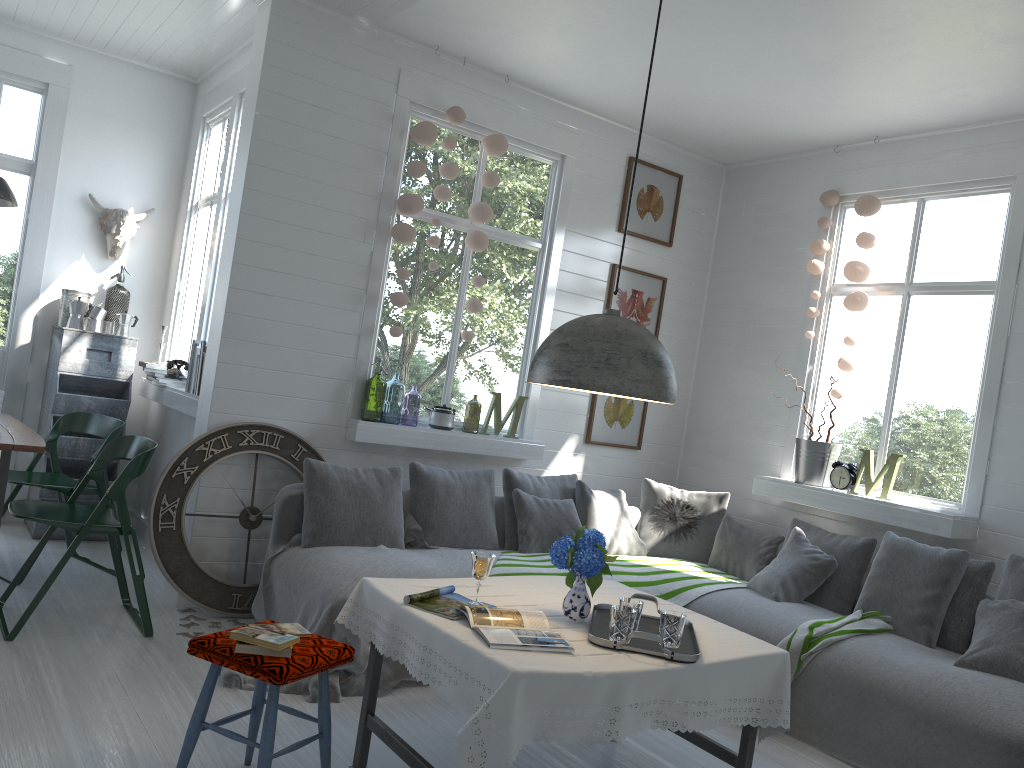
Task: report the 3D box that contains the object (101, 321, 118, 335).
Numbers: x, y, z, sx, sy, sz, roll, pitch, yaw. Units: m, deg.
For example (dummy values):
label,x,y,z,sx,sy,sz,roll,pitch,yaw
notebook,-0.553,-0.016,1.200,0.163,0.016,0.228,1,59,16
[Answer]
label,x,y,z,sx,sy,sz,roll,pitch,yaw
object,-3.064,-0.428,6.755,0.129,0.096,0.108,9,0,15

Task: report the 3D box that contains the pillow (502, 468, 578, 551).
label,x,y,z,sx,sy,sz,roll,pitch,yaw
pillow,0.211,0.881,6.029,0.640,0.561,0.278,9,0,-34

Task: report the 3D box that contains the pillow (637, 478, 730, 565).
label,x,y,z,sx,sy,sz,roll,pitch,yaw
pillow,1.247,1.026,6.510,0.638,0.561,0.395,9,0,5

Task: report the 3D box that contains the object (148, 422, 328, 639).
label,x,y,z,sx,sy,sz,roll,pitch,yaw
object,-1.504,0.805,5.228,0.584,1.138,1.113,9,0,41

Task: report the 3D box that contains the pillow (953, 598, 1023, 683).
label,x,y,z,sx,sy,sz,roll,pitch,yaw
pillow,2.486,1.243,4.441,0.379,0.463,0.417,9,0,41

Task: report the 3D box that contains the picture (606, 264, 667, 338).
label,x,y,z,sx,sy,sz,roll,pitch,yaw
picture,0.964,-0.598,6.948,0.556,0.580,0.036,9,0,-34

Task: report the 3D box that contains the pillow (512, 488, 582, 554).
label,x,y,z,sx,sy,sz,roll,pitch,yaw
pillow,0.221,0.937,5.874,0.528,0.445,0.277,9,0,-20

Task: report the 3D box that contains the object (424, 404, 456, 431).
label,x,y,z,sx,sy,sz,roll,pitch,yaw
object,-0.480,0.220,6.025,0.208,0.174,0.186,9,0,36

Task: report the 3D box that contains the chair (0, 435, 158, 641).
label,x,y,z,sx,sy,sz,roll,pitch,yaw
chair,-2.239,0.768,4.658,0.731,1.006,0.650,9,0,-34

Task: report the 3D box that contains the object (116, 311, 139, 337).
label,x,y,z,sx,sy,sz,roll,pitch,yaw
object,-2.933,-0.457,6.730,0.102,0.196,0.162,9,0,15

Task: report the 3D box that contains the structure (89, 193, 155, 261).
label,x,y,z,sx,sy,sz,roll,pitch,yaw
structure,-3.071,-1.201,6.926,0.491,0.471,0.189,9,0,-32

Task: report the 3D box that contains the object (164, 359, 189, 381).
label,x,y,z,sx,sy,sz,roll,pitch,yaw
object,-2.428,-0.107,6.437,0.171,0.146,0.203,9,0,-31

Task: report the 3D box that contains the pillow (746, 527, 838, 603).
label,x,y,z,sx,sy,sz,roll,pitch,yaw
pillow,1.741,1.141,5.547,0.417,0.463,0.380,9,0,-19

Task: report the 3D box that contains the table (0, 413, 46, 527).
label,x,y,z,sx,sy,sz,roll,pitch,yaw
table,-3.283,0.632,4.738,1.172,0.930,1.693,9,0,-37

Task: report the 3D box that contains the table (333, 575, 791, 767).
label,x,y,z,sx,sy,sz,roll,pitch,yaw
table,0.195,1.259,3.501,1.672,0.725,1.325,9,-1,-33

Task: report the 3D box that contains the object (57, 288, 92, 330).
label,x,y,z,sx,sy,sz,roll,pitch,yaw
object,-3.335,-0.566,6.753,0.205,0.290,0.205,9,0,-32

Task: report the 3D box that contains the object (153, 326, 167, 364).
label,x,y,z,sx,sy,sz,roll,pitch,yaw
object,-2.664,-0.299,6.746,0.095,0.289,0.095,9,0,-16

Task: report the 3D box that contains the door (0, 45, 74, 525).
label,x,y,z,sx,sy,sz,roll,pitch,yaw
door,-4.221,-0.785,6.249,1.612,3.481,0.253,9,0,-34

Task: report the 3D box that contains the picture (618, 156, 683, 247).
label,x,y,z,sx,sy,sz,roll,pitch,yaw
picture,1.090,-1.418,6.942,0.556,0.580,0.036,9,0,-34

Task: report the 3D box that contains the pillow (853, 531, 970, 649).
label,x,y,z,sx,sy,sz,roll,pitch,yaw
pillow,2.250,1.162,5.024,0.296,0.573,0.509,9,0,-34

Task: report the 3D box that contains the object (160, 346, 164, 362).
label,x,y,z,sx,sy,sz,roll,pitch,yaw
object,-2.739,-0.173,6.894,0.095,0.289,0.095,9,0,-16

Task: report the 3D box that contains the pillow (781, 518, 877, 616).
label,x,y,z,sx,sy,sz,roll,pitch,yaw
pillow,1.962,1.172,5.680,0.279,0.521,0.638,9,0,-35

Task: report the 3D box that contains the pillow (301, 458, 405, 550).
label,x,y,z,sx,sy,sz,roll,pitch,yaw
pillow,-0.910,0.725,5.159,0.640,0.522,0.278,9,0,-35

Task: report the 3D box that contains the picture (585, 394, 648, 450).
label,x,y,z,sx,sy,sz,roll,pitch,yaw
picture,0.841,0.206,6.954,0.556,0.580,0.036,9,0,-34

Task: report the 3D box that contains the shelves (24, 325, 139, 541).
label,x,y,z,sx,sy,sz,roll,pitch,yaw
shelves,-3.224,0.361,6.632,0.514,1.515,0.678,9,0,-34

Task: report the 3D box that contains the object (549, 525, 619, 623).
label,x,y,z,sx,sy,sz,roll,pitch,yaw
object,0.264,0.725,3.422,0.236,0.377,0.265,9,0,-32

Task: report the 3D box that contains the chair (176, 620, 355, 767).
label,x,y,z,sx,sy,sz,roll,pitch,yaw
chair,-0.870,1.175,3.098,0.419,0.563,0.419,9,0,26

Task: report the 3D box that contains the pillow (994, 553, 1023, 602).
label,x,y,z,sx,sy,sz,roll,pitch,yaw
pillow,2.760,1.200,4.514,0.279,0.561,0.638,9,0,-34

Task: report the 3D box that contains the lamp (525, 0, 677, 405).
label,x,y,z,sx,sy,sz,roll,pitch,yaw
lamp,0.498,-0.973,3.442,0.600,2.044,0.601,9,0,26

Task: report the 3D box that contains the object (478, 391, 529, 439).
label,x,y,z,sx,sy,sz,roll,pitch,yaw
object,-0.062,0.223,6.292,0.331,0.311,0.052,9,0,-24

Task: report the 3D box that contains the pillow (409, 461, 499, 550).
label,x,y,z,sx,sy,sz,roll,pitch,yaw
pillow,-0.365,0.786,5.644,0.642,0.520,0.280,9,0,-34

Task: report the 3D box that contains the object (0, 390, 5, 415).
label,x,y,z,sx,sy,sz,roll,pitch,yaw
object,-2.981,0.112,4.895,0.309,0.216,0.149,9,0,-2

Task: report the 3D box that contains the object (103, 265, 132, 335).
label,x,y,z,sx,sy,sz,roll,pitch,yaw
object,-3.083,-0.658,6.932,0.172,0.552,0.171,9,0,-9

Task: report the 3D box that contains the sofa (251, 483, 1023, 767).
label,x,y,z,sx,sy,sz,roll,pitch,yaw
sofa,0.840,1.335,4.706,3.399,0.899,3.403,9,-1,-35

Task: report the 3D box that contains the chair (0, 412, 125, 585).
label,x,y,z,sx,sy,sz,roll,pitch,yaw
chair,-2.856,0.684,5.572,0.650,1.006,0.731,9,0,36

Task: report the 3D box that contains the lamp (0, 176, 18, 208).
label,x,y,z,sx,sy,sz,roll,pitch,yaw
lamp,-2.841,-1.747,4.637,0.651,1.499,0.649,9,0,-38

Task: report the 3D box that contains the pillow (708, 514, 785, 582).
label,x,y,z,sx,sy,sz,roll,pitch,yaw
pillow,1.639,1.166,6.156,0.280,0.438,0.494,9,0,-32

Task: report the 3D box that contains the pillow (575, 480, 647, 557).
label,x,y,z,sx,sy,sz,roll,pitch,yaw
pillow,0.658,0.957,6.268,0.617,0.526,0.344,9,0,-35

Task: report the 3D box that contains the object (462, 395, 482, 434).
label,x,y,z,sx,sy,sz,roll,pitch,yaw
object,-0.273,0.208,6.154,0.111,0.270,0.111,9,0,-16

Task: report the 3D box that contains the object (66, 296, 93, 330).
label,x,y,z,sx,sy,sz,roll,pitch,yaw
object,-3.226,-0.527,6.615,0.206,0.249,0.130,9,0,-43

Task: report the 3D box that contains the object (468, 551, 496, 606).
label,x,y,z,sx,sy,sz,roll,pitch,yaw
object,-0.123,0.741,3.369,0.098,0.192,0.098,9,0,-14

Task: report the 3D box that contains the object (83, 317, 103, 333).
label,x,y,z,sx,sy,sz,roll,pitch,yaw
object,-3.127,-0.439,6.623,0.129,0.096,0.108,9,0,-5

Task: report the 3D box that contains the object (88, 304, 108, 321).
label,x,y,z,sx,sy,sz,roll,pitch,yaw
object,-3.095,-0.525,6.631,0.129,0.126,0.108,9,0,-43

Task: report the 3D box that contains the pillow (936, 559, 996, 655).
label,x,y,z,sx,sy,sz,roll,pitch,yaw
pillow,2.372,1.200,5.097,0.281,0.520,0.640,9,0,-34
